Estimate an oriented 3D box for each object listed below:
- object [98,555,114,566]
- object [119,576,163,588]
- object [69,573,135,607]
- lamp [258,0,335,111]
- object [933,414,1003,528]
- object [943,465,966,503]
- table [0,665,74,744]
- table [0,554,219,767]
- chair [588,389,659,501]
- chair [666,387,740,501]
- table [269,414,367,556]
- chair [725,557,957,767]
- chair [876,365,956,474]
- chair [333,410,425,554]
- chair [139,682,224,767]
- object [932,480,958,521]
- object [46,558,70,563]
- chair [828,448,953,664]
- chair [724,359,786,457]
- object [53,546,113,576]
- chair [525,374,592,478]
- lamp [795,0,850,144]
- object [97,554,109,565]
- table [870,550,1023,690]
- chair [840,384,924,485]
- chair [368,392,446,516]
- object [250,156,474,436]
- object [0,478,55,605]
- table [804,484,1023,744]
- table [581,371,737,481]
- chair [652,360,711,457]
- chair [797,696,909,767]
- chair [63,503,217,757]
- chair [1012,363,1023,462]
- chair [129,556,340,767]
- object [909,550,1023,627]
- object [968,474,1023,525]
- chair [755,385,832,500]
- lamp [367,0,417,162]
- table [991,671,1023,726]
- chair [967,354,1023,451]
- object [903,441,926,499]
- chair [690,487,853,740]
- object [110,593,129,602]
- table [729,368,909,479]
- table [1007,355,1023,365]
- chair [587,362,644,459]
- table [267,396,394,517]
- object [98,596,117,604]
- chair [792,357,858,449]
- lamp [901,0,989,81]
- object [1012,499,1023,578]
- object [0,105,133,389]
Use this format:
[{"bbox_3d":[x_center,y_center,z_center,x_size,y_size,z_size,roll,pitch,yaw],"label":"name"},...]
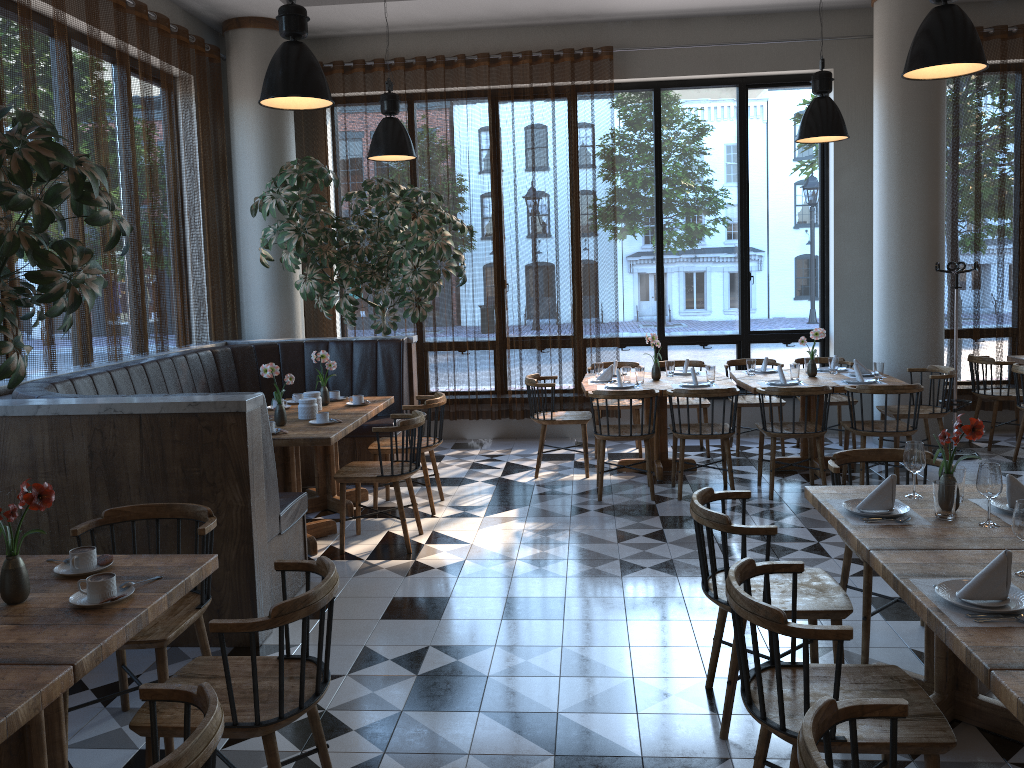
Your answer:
[{"bbox_3d":[-1.337,0.581,2.918,0.052,0.023,0.050,-1,7,3],"label":"object"},{"bbox_3d":[-1.137,0.603,2.719,0.034,0.023,0.156,2,8,30],"label":"object"},{"bbox_3d":[-1.205,0.600,2.602,0.176,0.066,0.176,1,7,20],"label":"object"},{"bbox_3d":[-1.157,-2.392,4.567,0.390,1.858,0.392,-1,5,7],"label":"lamp"},{"bbox_3d":[1.613,0.297,3.148,0.166,0.354,0.296,-1,6,10],"label":"object"},{"bbox_3d":[1.677,0.381,3.358,0.080,0.132,0.080,2,7,35],"label":"object"},{"bbox_3d":[-1.515,1.126,1.804,0.850,0.761,0.854,-1,6,5],"label":"table"},{"bbox_3d":[-1.443,1.018,2.651,0.850,0.761,0.854,-1,6,5],"label":"table"},{"bbox_3d":[0.839,0.421,6.620,0.519,0.814,0.552,-1,6,5],"label":"chair"},{"bbox_3d":[1.413,0.409,6.570,0.519,0.814,0.552,-1,6,5],"label":"chair"},{"bbox_3d":[-1.428,0.644,5.629,0.850,0.761,0.854,-1,6,5],"label":"table"},{"bbox_3d":[0.879,0.943,2.451,0.549,0.814,0.521,-1,5,5],"label":"chair"},{"bbox_3d":[3.269,0.277,7.156,0.549,0.814,0.521,-1,5,5],"label":"chair"},{"bbox_3d":[-0.812,0.604,5.576,0.549,0.814,0.521,-1,5,5],"label":"chair"},{"bbox_3d":[-0.851,1.083,1.772,0.549,0.814,0.521,-1,5,5],"label":"chair"},{"bbox_3d":[1.532,0.413,3.136,0.080,0.132,0.080,3,7,40],"label":"object"},{"bbox_3d":[-1.504,0.586,2.953,0.155,0.023,0.034,3,8,32],"label":"object"},{"bbox_3d":[1.680,0.738,3.883,0.519,0.814,0.552,-1,6,5],"label":"chair"},{"bbox_3d":[2.200,0.203,8.014,0.519,0.814,0.552,-1,6,5],"label":"chair"},{"bbox_3d":[-1.393,0.571,2.879,0.176,0.066,0.176,-3,7,-9],"label":"object"},{"bbox_3d":[0.392,0.337,7.405,0.549,0.814,0.521,-1,5,5],"label":"chair"},{"bbox_3d":[2.289,-2.750,6.552,0.391,1.858,0.391,-3,5,-17],"label":"lamp"},{"bbox_3d":[-1.362,0.582,2.942,0.052,0.023,0.050,-1,7,3],"label":"object"},{"bbox_3d":[1.540,0.955,2.401,0.850,0.761,0.854,-1,6,5],"label":"table"},{"bbox_3d":[2.688,0.383,6.460,0.519,0.814,0.552,-1,6,5],"label":"chair"},{"bbox_3d":[-0.740,0.495,6.429,0.549,0.814,0.521,-1,5,5],"label":"chair"},{"bbox_3d":[-1.302,-0.667,7.969,1.757,2.771,1.483,-6,7,-36],"label":"object"},{"bbox_3d":[-1.429,0.462,2.606,0.171,0.354,0.156,-6,6,-37],"label":"object"},{"bbox_3d":[1.611,0.846,3.247,0.850,0.761,0.854,-1,6,5],"label":"table"},{"bbox_3d":[1.194,0.347,7.334,1.214,0.761,1.221,-1,7,8],"label":"table"},{"bbox_3d":[1.552,0.217,8.070,0.519,0.814,0.552,-1,6,5],"label":"chair"},{"bbox_3d":[0.806,1.053,1.591,0.549,0.814,0.521,-1,5,5],"label":"chair"},{"bbox_3d":[-1.371,0.910,3.280,0.519,0.814,0.552,-1,6,5],"label":"chair"},{"bbox_3d":[4.303,0.256,7.064,0.549,0.814,0.521,-1,5,5],"label":"chair"},{"bbox_3d":[-0.779,0.973,2.625,0.549,0.814,0.521,-1,5,5],"label":"chair"},{"bbox_3d":[1.264,0.515,2.373,0.272,0.136,0.353,-1,7,5],"label":"object"},{"bbox_3d":[1.861,0.392,3.203,0.272,0.136,0.353,-1,7,5],"label":"object"},{"bbox_3d":[2.061,0.396,6.514,0.519,0.814,0.552,-1,6,5],"label":"chair"},{"bbox_3d":[-0.965,-2.682,6.834,0.390,1.858,0.392,0,5,17],"label":"lamp"},{"bbox_3d":[1.468,1.063,1.553,0.850,0.761,0.854,-1,6,5],"label":"table"},{"bbox_3d":[4.373,0.148,7.902,0.549,0.814,0.521,-1,5,5],"label":"chair"},{"bbox_3d":[1.562,0.332,3.439,0.081,0.214,0.081,-5,6,-31],"label":"object"},{"bbox_3d":[0.952,0.832,3.313,0.549,0.814,0.521,-1,5,5],"label":"chair"},{"bbox_3d":[-1.142,0.621,2.576,0.050,0.023,0.052,-2,7,1],"label":"object"},{"bbox_3d":[2.451,0.321,7.225,1.214,0.761,1.221,-1,7,8],"label":"table"},{"bbox_3d":[5.022,0.161,7.853,0.850,0.761,0.854,-1,6,5],"label":"table"},{"bbox_3d":[0.960,0.229,8.121,0.519,0.814,0.552,-1,6,5],"label":"chair"},{"bbox_3d":[-1.356,0.535,6.477,0.850,0.761,0.854,-1,6,5],"label":"table"},{"bbox_3d":[-1.163,0.622,2.550,0.050,0.023,0.052,-2,7,1],"label":"object"},{"bbox_3d":[2.809,0.191,7.961,0.519,0.814,0.552,-1,6,5],"label":"chair"},{"bbox_3d":[2.098,-2.460,4.285,0.390,1.858,0.392,-2,5,-7],"label":"lamp"},{"bbox_3d":[1.487,0.446,2.556,0.081,0.214,0.081,-5,6,-31],"label":"object"},{"bbox_3d":[-2.276,-0.061,3.388,1.481,2.771,1.759,-3,6,-14],"label":"object"}]
